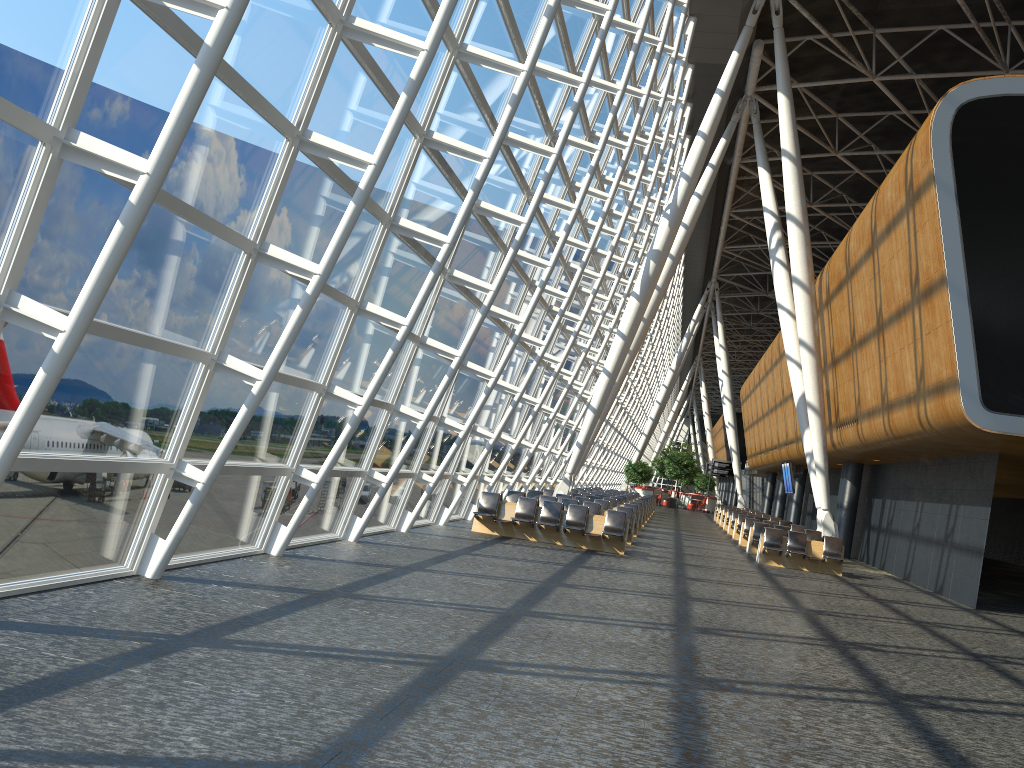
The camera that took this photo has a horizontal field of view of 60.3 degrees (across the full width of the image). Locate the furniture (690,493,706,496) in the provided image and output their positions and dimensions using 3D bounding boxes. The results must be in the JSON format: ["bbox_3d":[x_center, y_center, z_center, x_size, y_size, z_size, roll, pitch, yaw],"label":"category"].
[{"bbox_3d":[14.344,9.055,68.375,0.893,1.007,2.819,9,-4,-21],"label":"furniture"}]

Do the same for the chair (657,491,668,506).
[{"bbox_3d":[9.715,7.484,57.736,0.656,1.011,0.627,7,-1,36],"label":"chair"}]

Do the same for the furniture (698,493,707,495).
[{"bbox_3d":[21.644,12.983,100.960,1.891,0.869,1.668,7,-4,11],"label":"furniture"}]

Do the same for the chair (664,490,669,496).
[{"bbox_3d":[11.077,8.315,65.107,0.656,1.011,0.627,7,-1,36],"label":"chair"}]

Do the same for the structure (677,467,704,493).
[{"bbox_3d":[14.119,7.976,70.576,2.267,3.480,2.231,8,-1,23],"label":"structure"}]

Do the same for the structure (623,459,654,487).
[{"bbox_3d":[8.436,6.479,59.538,1.925,2.972,1.858,8,-1,-15],"label":"structure"}]

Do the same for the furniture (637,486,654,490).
[{"bbox_3d":[10.014,8.203,65.518,0.893,1.007,2.819,9,-4,-21],"label":"furniture"}]

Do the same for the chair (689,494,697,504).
[{"bbox_3d":[11.962,7.904,58.960,0.627,1.011,0.656,8,-1,-34],"label":"chair"}]

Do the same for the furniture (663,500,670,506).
[{"bbox_3d":[9.856,7.666,56.418,0.446,0.460,0.440,9,-2,-37],"label":"furniture"}]

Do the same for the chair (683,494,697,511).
[{"bbox_3d":[11.710,7.774,57.876,0.665,1.011,0.618,8,-1,-34],"label":"chair"}]

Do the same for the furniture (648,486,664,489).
[{"bbox_3d":[15.630,11.955,98.786,3.242,0.869,1.668,7,-4,11],"label":"furniture"}]

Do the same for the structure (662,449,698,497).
[{"bbox_3d":[14.112,7.838,75.175,3.072,4.539,5.787,7,-2,33],"label":"structure"}]

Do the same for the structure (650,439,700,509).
[{"bbox_3d":[10.788,6.016,59.559,3.090,4.537,5.817,8,-3,4],"label":"structure"}]

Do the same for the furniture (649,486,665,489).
[{"bbox_3d":[16.176,12.288,101.736,3.242,0.869,1.668,7,-4,11],"label":"furniture"}]

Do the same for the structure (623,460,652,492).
[{"bbox_3d":[7.983,6.262,56.668,1.744,2.782,1.769,8,-1,-32],"label":"structure"}]

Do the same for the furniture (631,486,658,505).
[{"bbox_3d":[8.652,7.372,58.148,0.893,1.007,2.819,9,-4,-21],"label":"furniture"}]

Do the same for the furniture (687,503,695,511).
[{"bbox_3d":[11.466,7.904,56.560,0.440,0.460,0.446,7,-2,23],"label":"furniture"}]

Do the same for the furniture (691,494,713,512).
[{"bbox_3d":[12.982,8.224,61.004,0.893,1.007,2.819,9,-4,-21],"label":"furniture"}]

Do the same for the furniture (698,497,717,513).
[{"bbox_3d":[12.953,7.963,58.047,0.884,1.008,2.849,7,-4,23],"label":"furniture"}]

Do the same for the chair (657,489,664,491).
[{"bbox_3d":[10.972,8.420,66.478,0.618,1.011,0.665,8,-1,36],"label":"chair"}]

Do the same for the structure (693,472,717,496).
[{"bbox_3d":[14.581,8.072,66.893,1.744,2.782,1.769,8,-1,-32],"label":"structure"}]

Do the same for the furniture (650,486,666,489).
[{"bbox_3d":[16.721,12.620,104.686,3.242,0.869,1.668,7,-4,11],"label":"furniture"}]

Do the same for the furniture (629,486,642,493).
[{"bbox_3d":[8.681,7.633,61.105,0.884,1.008,2.849,7,-4,23],"label":"furniture"}]

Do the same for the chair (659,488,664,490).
[{"bbox_3d":[12.327,9.323,74.687,0.664,1.011,0.619,8,-1,-24],"label":"chair"}]

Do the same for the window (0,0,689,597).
[{"bbox_3d":[13.109,3.684,84.402,3.709,14.032,167.013,8,-5,11],"label":"window"}]

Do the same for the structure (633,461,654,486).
[{"bbox_3d":[9.289,7.018,63.691,1.795,2.854,1.820,8,-1,-32],"label":"structure"}]

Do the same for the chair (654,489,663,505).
[{"bbox_3d":[9.610,7.589,59.107,0.618,1.011,0.665,8,-1,36],"label":"chair"}]

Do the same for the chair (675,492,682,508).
[{"bbox_3d":[11.759,8.080,61.310,0.627,1.011,0.656,8,-1,-44],"label":"chair"}]

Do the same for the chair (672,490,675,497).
[{"bbox_3d":[13.532,9.306,72.558,0.661,1.011,0.622,8,0,-4],"label":"chair"}]

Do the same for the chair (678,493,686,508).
[{"bbox_3d":[11.824,7.987,60.132,0.666,1.011,0.618,9,-1,-44],"label":"chair"}]

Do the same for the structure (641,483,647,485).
[{"bbox_3d":[9.663,7.377,66.995,1.768,2.816,1.793,8,-1,-32],"label":"structure"}]

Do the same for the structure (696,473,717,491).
[{"bbox_3d":[16.802,9.157,77.065,1.896,2.998,1.923,8,-1,-32],"label":"structure"}]
